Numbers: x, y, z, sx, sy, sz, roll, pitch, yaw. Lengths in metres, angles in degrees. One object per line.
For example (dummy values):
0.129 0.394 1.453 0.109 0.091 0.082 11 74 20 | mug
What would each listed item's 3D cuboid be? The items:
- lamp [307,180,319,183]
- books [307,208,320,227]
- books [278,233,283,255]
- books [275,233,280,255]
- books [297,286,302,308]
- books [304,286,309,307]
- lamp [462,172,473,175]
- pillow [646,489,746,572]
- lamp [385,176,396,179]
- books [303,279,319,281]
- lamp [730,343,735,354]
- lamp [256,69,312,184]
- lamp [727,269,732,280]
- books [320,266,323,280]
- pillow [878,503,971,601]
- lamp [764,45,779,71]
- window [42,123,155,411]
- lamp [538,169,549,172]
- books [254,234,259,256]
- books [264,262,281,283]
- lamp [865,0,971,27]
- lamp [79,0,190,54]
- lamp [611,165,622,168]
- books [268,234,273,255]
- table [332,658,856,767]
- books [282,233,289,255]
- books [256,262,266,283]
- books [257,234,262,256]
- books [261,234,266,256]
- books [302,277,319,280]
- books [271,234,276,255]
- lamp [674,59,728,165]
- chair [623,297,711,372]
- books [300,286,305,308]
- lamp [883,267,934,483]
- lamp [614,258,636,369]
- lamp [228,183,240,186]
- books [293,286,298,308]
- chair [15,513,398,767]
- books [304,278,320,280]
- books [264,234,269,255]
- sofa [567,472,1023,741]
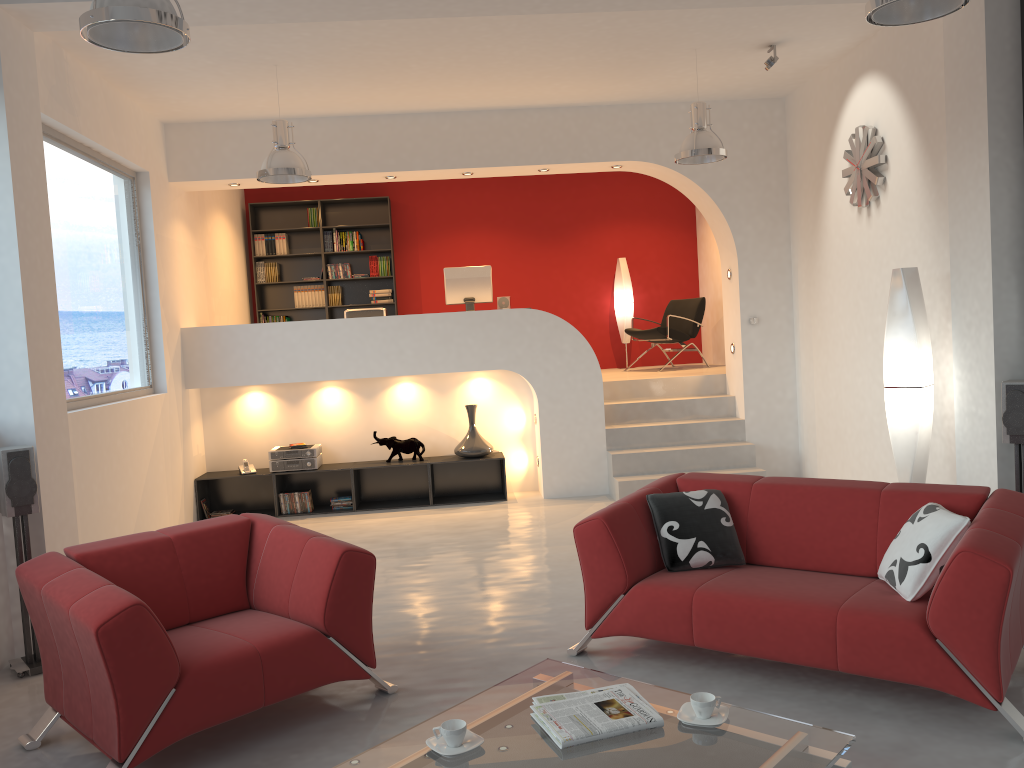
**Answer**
-1.798 -1.832 8.014 0.105 0.011 0.105 -4 3 -15 | lamp
-2.358 -1.974 10.612 0.146 0.240 0.170 -4 3 -4 | books
-2.743 -1.658 10.590 0.040 0.260 0.200 -4 3 -4 | books
-2.784 -1.655 10.587 0.040 0.260 0.200 -4 3 -4 | books
-2.534 -1.038 10.639 0.040 0.260 0.200 -4 3 -4 | books
-2.454 -1.043 10.644 0.040 0.260 0.200 -4 3 -4 | books
-0.404 -1.920 8.110 0.105 0.011 0.105 -4 3 -15 | lamp
0.871 0.690 4.215 0.402 0.343 0.288 -4 3 -11 | pillow
-1.101 -1.876 8.062 0.105 0.011 0.105 -4 3 -15 | lamp
-2.404 -1.241 10.657 0.190 0.015 0.135 -4 3 -4 | books
2.083 -0.334 8.377 0.011 0.105 0.105 -4 3 -4 | lamp
-1.636 -1.849 6.261 0.379 0.800 0.379 -6 4 -33 | lamp
2.041 -1.030 8.336 0.011 0.105 0.105 -4 3 -4 | lamp
-2.278 -1.335 10.661 0.063 0.187 0.135 -4 3 -4 | books
1.675 0.677 3.624 0.288 0.343 0.402 -3 3 4 | pillow
1.895 -2.380 6.477 0.112 0.176 0.118 -1 4 38 | lamp
-2.949 -0.749 6.031 0.100 1.800 2.400 -4 3 -4 | window
0.293 -1.965 8.158 0.105 0.011 0.105 -4 3 -15 | lamp
-3.026 -1.640 10.570 0.040 0.260 0.200 -4 3 -4 | books
-2.865 -1.324 10.610 0.146 0.240 0.170 -4 3 -4 | books
1.576 -1.876 3.480 0.379 0.800 0.379 -4 3 -11 | lamp
-1.420 -1.686 3.273 0.379 0.800 0.379 -2 4 25 | lamp
0.970 -2.008 8.205 0.105 0.011 0.105 -4 3 -15 | lamp
-2.865 -1.650 10.581 0.040 0.260 0.200 -4 3 -4 | books
0.224 1.223 2.576 1.162 0.286 1.097 0 4 41 | table
-2.703 -1.660 10.592 0.040 0.260 0.200 -4 3 -4 | books
-2.986 -1.324 10.602 0.090 0.256 0.181 -4 3 -4 | books
-2.986 -1.642 10.573 0.040 0.260 0.200 -4 3 -4 | books
-2.946 -1.645 10.576 0.040 0.260 0.200 -4 3 -4 | books
-2.417 -1.270 10.654 0.190 0.015 0.135 -4 3 -4 | books
-2.825 -1.652 10.584 0.040 0.260 0.200 -4 3 -4 | books
1.359 -2.039 6.468 0.379 0.800 0.379 -6 4 -33 | lamp
1.748 -0.565 10.114 0.768 0.795 0.664 -5 4 -29 | chair
-2.494 -1.041 10.641 0.040 0.260 0.200 -4 3 -4 | books
2.466 0.175 5.499 0.313 1.779 0.313 -3 3 4 | lamp
1.376 -0.863 10.856 0.237 1.349 0.237 -3 3 4 | lamp
-2.495 -1.787 7.966 0.105 0.011 0.105 -3 3 0 | lamp
-2.575 -1.036 10.636 0.040 0.260 0.200 -4 3 -4 | books
-1.278 1.026 3.708 1.288 0.738 0.951 -7 5 -44 | chair
-2.398 -1.257 10.657 0.190 0.015 0.135 -4 3 -4 | books
-2.905 -1.647 10.578 0.040 0.260 0.200 -4 3 -4 | books
1.269 0.861 3.937 1.929 0.738 0.951 -1 4 36 | sofa
